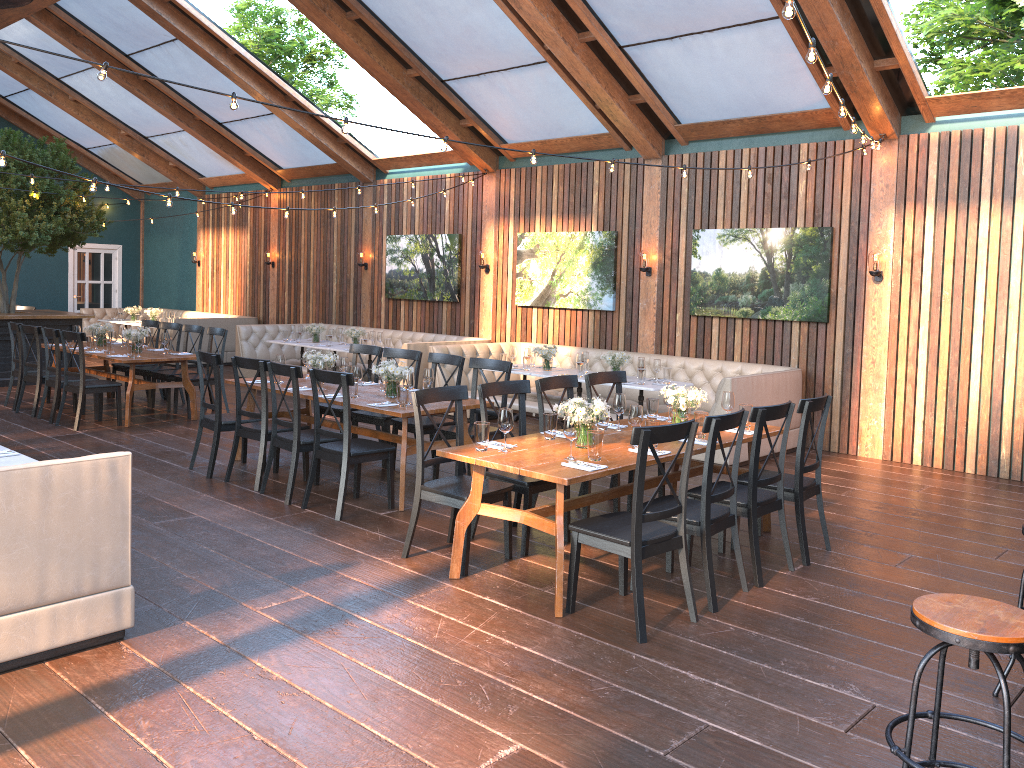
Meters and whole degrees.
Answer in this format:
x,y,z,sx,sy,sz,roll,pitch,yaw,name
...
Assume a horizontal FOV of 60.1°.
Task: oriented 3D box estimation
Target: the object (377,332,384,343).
x,y,z,sx,sy,sz,roll,pitch,yaw,name
-1.826,-0.593,12.247,0.092,0.243,0.092,2,3,0,object

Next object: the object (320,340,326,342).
x,y,z,sx,sy,sz,roll,pitch,yaw,name
-2.943,-0.664,13.531,0.158,0.019,0.255,8,9,42,object

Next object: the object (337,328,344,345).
x,y,z,sx,sy,sz,roll,pitch,yaw,name
-2.512,-0.696,12.947,0.092,0.243,0.092,2,3,0,object

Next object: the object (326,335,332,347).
x,y,z,sx,sy,sz,roll,pitch,yaw,name
-2.602,-0.612,12.581,0.092,0.157,0.092,4,4,29,object

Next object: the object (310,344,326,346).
x,y,z,sx,sy,sz,roll,pitch,yaw,name
-2.754,-0.556,12.656,0.158,0.019,0.255,8,9,42,object

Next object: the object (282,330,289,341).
x,y,z,sx,sy,sz,roll,pitch,yaw,name
-3.431,-0.733,13.402,0.092,0.157,0.092,4,4,29,object

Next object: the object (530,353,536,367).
x,y,z,sx,sy,sz,roll,pitch,yaw,name
0.239,-0.288,10.545,0.092,0.157,0.092,4,4,29,object

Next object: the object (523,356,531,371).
x,y,z,sx,sy,sz,roll,pitch,yaw,name
0.166,-0.233,10.055,0.092,0.157,0.092,4,4,29,object

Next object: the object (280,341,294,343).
x,y,z,sx,sy,sz,roll,pitch,yaw,name
-3.317,-0.635,13.184,0.158,0.019,0.255,8,9,42,object

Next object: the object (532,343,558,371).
x,y,z,sx,sy,sz,roll,pitch,yaw,name
0.397,-0.306,10.101,0.329,0.308,0.338,-1,5,-25,object

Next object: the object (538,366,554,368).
x,y,z,sx,sy,sz,roll,pitch,yaw,name
0.388,-0.206,10.477,0.158,0.019,0.255,8,9,42,object

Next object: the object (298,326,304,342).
x,y,z,sx,sy,sz,roll,pitch,yaw,name
-3.152,-0.746,13.215,0.092,0.243,0.092,2,3,0,object

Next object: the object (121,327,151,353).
x,y,z,sx,sy,sz,roll,pitch,yaw,name
-4.309,-0.509,10.137,0.329,0.308,0.338,1,5,-10,object

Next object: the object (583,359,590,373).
x,y,z,sx,sy,sz,roll,pitch,yaw,name
0.828,-0.207,10.004,0.092,0.157,0.092,4,4,29,object

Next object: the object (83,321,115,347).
x,y,z,sx,sy,sz,roll,pitch,yaw,name
-5.061,-0.617,10.867,0.330,0.308,0.337,6,6,38,object

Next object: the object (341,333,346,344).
x,y,z,sx,sy,sz,roll,pitch,yaw,name
-2.502,-0.665,13.058,0.092,0.157,0.092,4,4,29,object

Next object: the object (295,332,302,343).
x,y,z,sx,sy,sz,roll,pitch,yaw,name
-3.165,-0.691,13.109,0.092,0.157,0.092,4,4,29,object

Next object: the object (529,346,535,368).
x,y,z,sx,sy,sz,roll,pitch,yaw,name
0.229,-0.318,10.434,0.092,0.243,0.092,2,3,0,object

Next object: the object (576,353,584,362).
x,y,z,sx,sy,sz,roll,pitch,yaw,name
0.742,-0.209,9.634,0.092,0.243,0.092,1,3,-5,object

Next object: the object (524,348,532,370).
x,y,z,sx,sy,sz,roll,pitch,yaw,name
0.178,-0.288,10.162,0.092,0.243,0.092,2,3,0,object

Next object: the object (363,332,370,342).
x,y,z,sx,sy,sz,roll,pitch,yaw,name
-2.001,-0.587,12.152,0.092,0.243,0.092,-2,5,-44,object

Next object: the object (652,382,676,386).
x,y,z,sx,sy,sz,roll,pitch,yaw,name
1.538,-0.002,9.038,0.256,0.019,0.158,8,9,43,object

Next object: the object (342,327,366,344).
x,y,z,sx,sy,sz,roll,pitch,yaw,name
-2.219,-0.669,12.518,0.336,0.308,0.330,-1,6,-31,object

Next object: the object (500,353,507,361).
x,y,z,sx,sy,sz,roll,pitch,yaw,name
-0.101,-0.275,10.348,0.092,0.157,0.092,4,4,29,object

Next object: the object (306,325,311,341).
x,y,z,sx,sy,sz,roll,pitch,yaw,name
-3.101,-0.777,13.488,0.092,0.243,0.092,2,3,0,object

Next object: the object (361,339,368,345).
x,y,z,sx,sy,sz,roll,pitch,yaw,name
-2.014,-0.532,12.045,0.092,0.157,0.092,4,4,29,object

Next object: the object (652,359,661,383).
x,y,z,sx,sy,sz,roll,pitch,yaw,name
1.505,-0.134,9.194,0.092,0.243,0.092,1,3,-5,object

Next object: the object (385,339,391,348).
x,y,z,sx,sy,sz,roll,pitch,yaw,name
-1.718,-0.546,12.238,0.092,0.157,0.092,1,4,-11,object

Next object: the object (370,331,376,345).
x,y,z,sx,sy,sz,roll,pitch,yaw,name
-1.961,-0.619,12.440,0.092,0.243,0.092,2,3,0,object

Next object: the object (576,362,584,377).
x,y,z,sx,sy,sz,roll,pitch,yaw,name
0.729,-0.154,9.527,0.092,0.157,0.092,4,4,29,object

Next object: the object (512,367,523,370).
x,y,z,sx,sy,sz,roll,pitch,yaw,name
0.013,-0.176,10.130,0.158,0.019,0.255,8,9,42,object

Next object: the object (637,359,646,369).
x,y,z,sx,sy,sz,roll,pitch,yaw,name
1.330,-0.128,9.098,0.092,0.243,0.092,1,3,-5,object

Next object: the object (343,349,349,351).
x,y,z,sx,sy,sz,roll,pitch,yaw,name
-2.166,-0.475,12.120,0.158,0.019,0.255,8,9,42,object

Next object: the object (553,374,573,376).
x,y,z,sx,sy,sz,roll,pitch,yaw,name
0.577,-0.097,9.602,0.158,0.019,0.255,8,9,42,object

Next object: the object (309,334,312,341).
x,y,z,sx,sy,sz,roll,pitch,yaw,name
-3.091,-0.746,13.599,0.092,0.157,0.092,4,4,29,object

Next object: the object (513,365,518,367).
x,y,z,sx,sy,sz,roll,pitch,yaw,name
-0.031,-0.221,10.502,0.256,0.019,0.158,8,9,43,object

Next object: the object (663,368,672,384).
x,y,z,sx,sy,sz,roll,pitch,yaw,name
1.612,-0.087,9.184,0.092,0.157,0.092,4,4,29,object

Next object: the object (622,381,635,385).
x,y,z,sx,sy,sz,roll,pitch,yaw,name
1.164,-0.017,9.066,0.158,0.019,0.255,8,9,42,object

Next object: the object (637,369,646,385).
x,y,z,sx,sy,sz,roll,pitch,yaw,name
1.317,-0.073,8.991,0.092,0.157,0.092,4,4,29,object

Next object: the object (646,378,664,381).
x,y,z,sx,sy,sz,roll,pitch,yaw,name
1.528,-0.048,9.429,0.158,0.019,0.255,8,9,42,object

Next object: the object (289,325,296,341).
x,y,z,sx,sy,sz,roll,pitch,yaw,name
-3.321,-0.772,13.388,0.092,0.243,0.092,2,3,0,object

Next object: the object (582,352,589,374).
x,y,z,sx,sy,sz,roll,pitch,yaw,name
0.818,-0.237,9.893,0.092,0.243,0.092,1,3,-5,object

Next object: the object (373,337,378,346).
x,y,z,sx,sy,sz,roll,pitch,yaw,name
-1.950,-0.589,12.551,0.092,0.157,0.092,4,4,29,object

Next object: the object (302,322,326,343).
x,y,z,sx,sy,sz,roll,pitch,yaw,name
-2.925,-0.766,13.166,0.336,0.308,0.330,-2,6,-35,object

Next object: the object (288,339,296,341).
x,y,z,sx,sy,sz,roll,pitch,yaw,name
-3.361,-0.680,13.555,0.256,0.019,0.158,8,9,43,object

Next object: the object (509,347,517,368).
x,y,z,sx,sy,sz,roll,pitch,yaw,name
0.009,-0.313,10.334,0.092,0.243,0.092,2,3,0,object

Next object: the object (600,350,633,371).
x,y,z,sx,sy,sz,roll,pitch,yaw,name
1.112,-0.211,9.472,0.336,0.308,0.330,3,5,17,object

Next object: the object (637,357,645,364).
x,y,z,sx,sy,sz,roll,pitch,yaw,name
1.370,-0.161,9.386,0.092,0.243,0.092,1,3,-5,object

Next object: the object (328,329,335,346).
x,y,z,sx,sy,sz,roll,pitch,yaw,name
-2.589,-0.667,12.687,0.092,0.243,0.092,2,3,0,object
